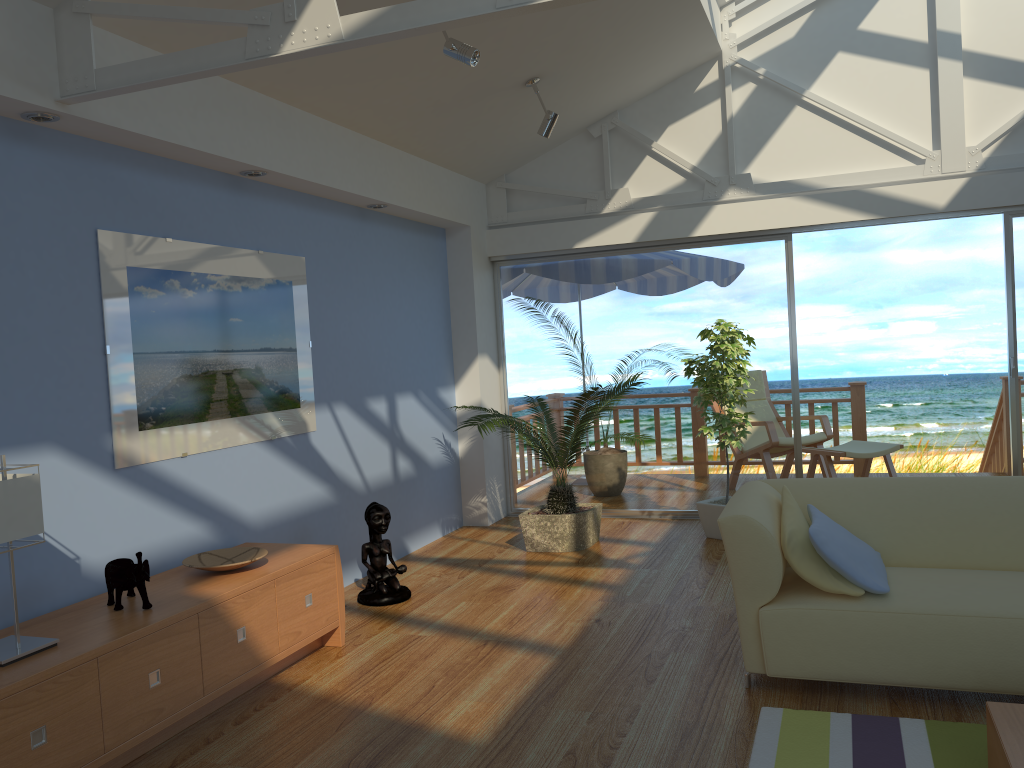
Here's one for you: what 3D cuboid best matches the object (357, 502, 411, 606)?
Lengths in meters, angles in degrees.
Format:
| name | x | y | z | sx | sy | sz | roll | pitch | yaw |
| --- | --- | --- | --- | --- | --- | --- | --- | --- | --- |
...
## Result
| name | x | y | z | sx | sy | sz | roll | pitch | yaw |
| --- | --- | --- | --- | --- | --- | --- | --- | --- | --- |
| object | -0.696 | 0.890 | 4.730 | 0.291 | 0.517 | 0.292 | -5 | 3 | -34 |

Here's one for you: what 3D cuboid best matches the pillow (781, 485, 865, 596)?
| name | x | y | z | sx | sy | sz | roll | pitch | yaw |
| --- | --- | --- | --- | --- | --- | --- | --- | --- | --- |
| pillow | 1.171 | 0.581 | 3.377 | 0.275 | 0.312 | 0.571 | -3 | 2 | 18 |

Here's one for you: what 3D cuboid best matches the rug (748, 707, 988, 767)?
| name | x | y | z | sx | sy | sz | roll | pitch | yaw |
| --- | --- | --- | --- | --- | --- | --- | --- | --- | --- |
| rug | 1.602 | 1.117 | 2.040 | 2.100 | 0.018 | 1.400 | -2 | 2 | 21 |

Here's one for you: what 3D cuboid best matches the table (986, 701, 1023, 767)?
| name | x | y | z | sx | sy | sz | roll | pitch | yaw |
| --- | --- | --- | --- | --- | --- | --- | --- | --- | --- |
| table | 1.592 | 1.010 | 2.021 | 0.800 | 0.198 | 0.800 | -2 | 2 | 21 |

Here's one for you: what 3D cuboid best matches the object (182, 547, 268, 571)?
| name | x | y | z | sx | sy | sz | roll | pitch | yaw |
| --- | --- | --- | --- | --- | --- | --- | --- | --- | --- |
| object | -1.174 | 0.734 | 3.643 | 0.337 | 0.053 | 0.337 | -2 | 2 | 22 |

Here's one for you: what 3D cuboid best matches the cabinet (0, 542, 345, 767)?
| name | x | y | z | sx | sy | sz | roll | pitch | yaw |
| --- | --- | --- | --- | --- | --- | --- | --- | --- | --- |
| cabinet | -1.327 | 1.010 | 3.217 | 0.500 | 0.468 | 1.911 | -2 | 2 | 21 |

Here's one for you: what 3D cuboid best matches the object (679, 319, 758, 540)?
| name | x | y | z | sx | sy | sz | roll | pitch | yaw |
| --- | --- | --- | --- | --- | --- | --- | --- | --- | --- |
| object | 1.386 | 0.284 | 5.671 | 0.495 | 1.409 | 0.699 | -4 | 2 | -6 |

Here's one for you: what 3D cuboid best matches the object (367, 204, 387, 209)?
| name | x | y | z | sx | sy | sz | roll | pitch | yaw |
| --- | --- | --- | --- | --- | --- | --- | --- | --- | --- |
| object | -0.815 | -1.089 | 5.349 | 0.122 | 0.050 | 0.122 | -3 | 2 | 4 |

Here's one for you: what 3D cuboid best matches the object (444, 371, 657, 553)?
| name | x | y | z | sx | sy | sz | roll | pitch | yaw |
| --- | --- | --- | --- | --- | --- | --- | --- | --- | --- |
| object | 0.233 | 0.505 | 5.787 | 1.413 | 1.093 | 1.488 | -3 | 2 | 3 |

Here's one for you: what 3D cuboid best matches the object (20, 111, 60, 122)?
| name | x | y | z | sx | sy | sz | roll | pitch | yaw |
| --- | --- | --- | --- | --- | --- | --- | --- | --- | --- |
| object | -1.652 | -0.951 | 3.104 | 0.122 | 0.050 | 0.122 | -3 | 2 | 4 |

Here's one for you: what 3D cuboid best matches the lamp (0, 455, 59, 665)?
| name | x | y | z | sx | sy | sz | roll | pitch | yaw |
| --- | --- | --- | --- | --- | --- | --- | --- | --- | --- |
| lamp | -1.547 | 0.511 | 2.677 | 0.200 | 0.596 | 0.200 | -2 | 2 | 21 |

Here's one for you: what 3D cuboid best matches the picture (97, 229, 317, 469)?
| name | x | y | z | sx | sy | sz | roll | pitch | yaw |
| --- | --- | --- | --- | --- | --- | --- | --- | --- | --- |
| picture | -1.336 | -0.174 | 4.124 | 0.005 | 0.937 | 1.419 | -2 | 2 | 21 |

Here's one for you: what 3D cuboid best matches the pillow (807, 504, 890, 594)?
| name | x | y | z | sx | sy | sz | roll | pitch | yaw |
| --- | --- | --- | --- | --- | --- | --- | --- | --- | --- |
| pillow | 1.266 | 0.613 | 3.353 | 0.272 | 0.244 | 0.566 | -3 | 2 | 18 |

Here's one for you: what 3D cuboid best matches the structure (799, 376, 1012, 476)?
| name | x | y | z | sx | sy | sz | roll | pitch | yaw |
| --- | --- | --- | --- | --- | --- | --- | --- | --- | --- |
| structure | 3.708 | 0.832 | 7.780 | 6.950 | 2.064 | 4.086 | -2 | 2 | 21 |

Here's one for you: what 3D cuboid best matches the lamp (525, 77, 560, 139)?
| name | x | y | z | sx | sy | sz | roll | pitch | yaw |
| --- | --- | --- | --- | --- | --- | --- | --- | --- | --- |
| lamp | 0.185 | -1.645 | 5.297 | 0.194 | 0.353 | 0.125 | -3 | 2 | 3 |

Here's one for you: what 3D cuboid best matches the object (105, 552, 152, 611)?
| name | x | y | z | sx | sy | sz | roll | pitch | yaw |
| --- | --- | --- | --- | --- | --- | --- | --- | --- | --- |
| object | -1.354 | 0.680 | 3.126 | 0.143 | 0.222 | 0.379 | -4 | 3 | -27 |

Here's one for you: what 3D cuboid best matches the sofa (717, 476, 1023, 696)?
| name | x | y | z | sx | sy | sz | roll | pitch | yaw |
| --- | --- | --- | --- | --- | --- | --- | --- | --- | --- |
| sofa | 2.047 | 0.691 | 3.206 | 2.448 | 0.597 | 0.950 | -2 | 2 | 21 |

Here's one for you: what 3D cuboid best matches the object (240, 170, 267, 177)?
| name | x | y | z | sx | sy | sz | roll | pitch | yaw |
| --- | --- | --- | --- | --- | --- | --- | --- | --- | --- |
| object | -1.233 | -1.020 | 4.226 | 0.122 | 0.050 | 0.122 | -3 | 2 | 4 |

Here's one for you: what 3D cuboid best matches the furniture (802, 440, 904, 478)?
| name | x | y | z | sx | sy | sz | roll | pitch | yaw |
| --- | --- | --- | --- | --- | --- | --- | --- | --- | --- |
| furniture | 2.537 | 0.672 | 6.634 | 0.619 | 0.427 | 0.449 | -4 | 2 | -24 |

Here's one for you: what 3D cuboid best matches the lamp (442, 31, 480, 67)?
| name | x | y | z | sx | sy | sz | roll | pitch | yaw |
| --- | --- | --- | --- | --- | --- | --- | --- | --- | --- |
| lamp | -0.274 | -1.579 | 3.981 | 0.254 | 0.327 | 0.118 | -3 | 2 | 3 |

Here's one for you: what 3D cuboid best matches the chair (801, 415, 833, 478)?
| name | x | y | z | sx | sy | sz | roll | pitch | yaw |
| --- | --- | --- | --- | --- | --- | --- | --- | --- | --- |
| chair | 2.147 | 0.385 | 7.441 | 0.632 | 0.982 | 0.859 | -4 | 2 | -24 |
